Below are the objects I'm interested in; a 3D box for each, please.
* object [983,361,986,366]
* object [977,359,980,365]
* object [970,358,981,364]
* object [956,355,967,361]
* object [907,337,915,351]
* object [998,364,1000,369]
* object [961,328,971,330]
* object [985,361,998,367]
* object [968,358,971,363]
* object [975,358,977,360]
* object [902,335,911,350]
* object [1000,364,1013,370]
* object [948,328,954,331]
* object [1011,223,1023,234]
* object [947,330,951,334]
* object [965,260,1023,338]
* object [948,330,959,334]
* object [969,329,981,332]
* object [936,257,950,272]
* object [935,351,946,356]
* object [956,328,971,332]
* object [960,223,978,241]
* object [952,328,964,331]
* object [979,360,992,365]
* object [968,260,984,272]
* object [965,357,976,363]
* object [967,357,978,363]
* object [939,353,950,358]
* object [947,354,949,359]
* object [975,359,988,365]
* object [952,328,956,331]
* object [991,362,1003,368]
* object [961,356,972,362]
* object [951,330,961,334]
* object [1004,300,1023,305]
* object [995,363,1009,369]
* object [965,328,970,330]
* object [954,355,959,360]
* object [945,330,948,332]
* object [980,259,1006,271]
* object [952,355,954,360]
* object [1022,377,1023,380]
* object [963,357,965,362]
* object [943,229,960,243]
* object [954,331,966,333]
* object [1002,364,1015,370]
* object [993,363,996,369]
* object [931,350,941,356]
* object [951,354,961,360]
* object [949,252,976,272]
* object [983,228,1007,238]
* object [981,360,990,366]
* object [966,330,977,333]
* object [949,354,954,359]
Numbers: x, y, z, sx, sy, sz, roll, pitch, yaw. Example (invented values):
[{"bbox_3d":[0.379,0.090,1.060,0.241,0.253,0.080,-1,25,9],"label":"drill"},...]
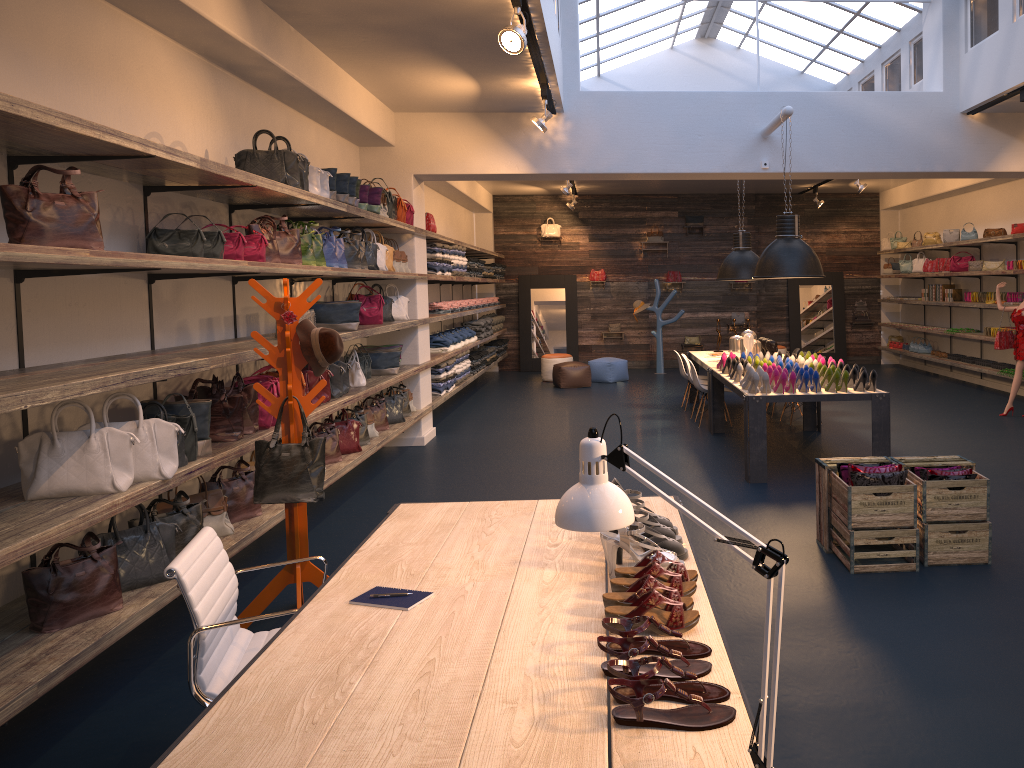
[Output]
[{"bbox_3d":[7.255,-0.311,13.198,0.172,0.087,0.071,3,6,37],"label":"object"},{"bbox_3d":[7.277,-0.334,13.405,0.173,0.087,0.071,2,5,29],"label":"object"},{"bbox_3d":[7.303,-0.363,13.666,0.187,0.087,0.065,-1,4,-2],"label":"object"},{"bbox_3d":[7.361,-0.426,14.223,0.187,0.087,0.065,-1,4,-2],"label":"object"},{"bbox_3d":[7.580,-0.766,16.421,0.186,0.279,0.063,1,4,32],"label":"object"},{"bbox_3d":[7.204,-0.256,12.707,0.175,0.087,0.070,2,5,23],"label":"object"},{"bbox_3d":[7.398,-0.892,14.198,0.218,0.053,0.092,3,7,32],"label":"object"},{"bbox_3d":[7.248,-0.303,13.130,0.171,0.087,0.071,4,7,42],"label":"object"},{"bbox_3d":[7.310,-0.371,13.735,0.187,0.087,0.065,-1,4,-2],"label":"object"},{"bbox_3d":[7.302,-0.391,13.660,0.048,0.022,0.011,-1,3,-4],"label":"object"},{"bbox_3d":[7.608,-0.797,16.697,0.186,0.279,0.063,1,4,32],"label":"object"},{"bbox_3d":[7.198,-0.249,12.639,0.175,0.087,0.070,2,5,24],"label":"object"},{"bbox_3d":[7.224,-0.886,14.161,0.235,0.063,0.084,-1,5,2],"label":"object"},{"bbox_3d":[6.948,-2.118,11.840,0.256,0.149,0.123,3,6,36],"label":"object"},{"bbox_3d":[7.167,-0.852,14.112,0.239,0.058,0.082,-2,5,-7],"label":"object"},{"bbox_3d":[7.229,-1.237,12.839,0.453,1.131,2.708,-1,6,6],"label":"object"},{"bbox_3d":[7.144,-0.842,14.020,0.239,0.058,0.082,-2,5,-7],"label":"object"},{"bbox_3d":[7.393,-0.859,13.896,0.252,0.067,0.079,-3,5,-24],"label":"object"},{"bbox_3d":[7.193,-1.992,14.476,0.144,0.249,0.299,-3,5,-24],"label":"object"},{"bbox_3d":[7.474,-0.522,15.092,0.218,0.082,0.230,-2,6,-8],"label":"object"},{"bbox_3d":[7.223,-0.856,13.886,0.233,0.067,0.086,0,5,5],"label":"object"},{"bbox_3d":[7.144,-2.379,13.564,0.254,0.281,0.104,2,4,37],"label":"object"},{"bbox_3d":[7.206,-0.867,13.980,0.233,0.064,0.086,0,5,5],"label":"object"},{"bbox_3d":[7.270,-0.326,13.336,0.173,0.087,0.071,3,5,32],"label":"object"},{"bbox_3d":[7.158,-1.820,13.380,0.113,0.175,0.248,-4,6,-35],"label":"object"},{"bbox_3d":[7.325,-0.386,13.873,0.187,0.087,0.065,-1,4,-2],"label":"object"},{"bbox_3d":[7.317,-0.379,13.802,0.187,0.087,0.065,-1,4,-2],"label":"object"},{"bbox_3d":[7.407,-0.493,14.830,0.218,0.082,0.230,-2,6,-8],"label":"object"},{"bbox_3d":[7.396,-0.464,14.568,0.187,0.087,0.065,-1,4,-2],"label":"object"},{"bbox_3d":[7.284,-0.342,13.472,0.175,0.087,0.070,2,5,25],"label":"object"},{"bbox_3d":[7.241,-0.875,14.068,0.233,0.068,0.085,0,5,5],"label":"object"},{"bbox_3d":[7.226,-0.279,12.914,0.178,0.087,0.069,1,4,15],"label":"object"},{"bbox_3d":[7.338,-0.402,14.010,0.187,0.087,0.065,-1,4,-2],"label":"object"},{"bbox_3d":[7.149,-0.832,13.931,0.239,0.058,0.082,-2,5,-7],"label":"object"},{"bbox_3d":[7.053,-1.070,11.538,0.480,0.060,1.531,0,6,5],"label":"object"},{"bbox_3d":[7.211,-0.264,12.777,0.176,0.087,0.070,1,5,22],"label":"object"},{"bbox_3d":[7.376,-0.869,13.991,0.251,0.073,0.080,-4,5,-25],"label":"object"},{"bbox_3d":[7.368,-0.433,14.293,0.187,0.087,0.065,-1,4,-2],"label":"object"},{"bbox_3d":[7.170,-0.863,14.205,0.239,0.058,0.082,-2,5,-7],"label":"object"},{"bbox_3d":[7.100,-1.759,12.844,0.334,0.174,0.251,4,7,44],"label":"object"},{"bbox_3d":[7.374,-0.441,14.360,0.187,0.087,0.065,-1,4,-2],"label":"object"},{"bbox_3d":[6.922,-0.091,11.610,0.239,0.058,0.082,-2,5,-7],"label":"object"},{"bbox_3d":[7.332,-0.394,13.943,0.187,0.087,0.065,-1,4,-2],"label":"object"},{"bbox_3d":[7.207,-2.426,14.230,0.253,0.229,0.086,4,6,45],"label":"object"},{"bbox_3d":[7.126,-0.822,13.839,0.239,0.058,0.082,-2,5,-7],"label":"object"},{"bbox_3d":[7.191,-0.241,12.571,0.173,0.087,0.071,2,5,29],"label":"object"},{"bbox_3d":[7.219,-0.272,12.847,0.179,0.087,0.068,1,4,14],"label":"object"},{"bbox_3d":[7.518,-0.552,15.353,0.205,0.082,0.244,1,6,13],"label":"object"},{"bbox_3d":[7.382,-0.449,14.430,0.187,0.087,0.065,-1,4,-2],"label":"object"},{"bbox_3d":[7.217,-1.960,13.920,0.354,0.336,0.294,-2,4,-10],"label":"object"},{"bbox_3d":[7.073,-2.206,12.670,0.350,0.140,0.417,1,6,13],"label":"object"},{"bbox_3d":[7.262,-0.318,13.265,0.173,0.087,0.071,3,5,32],"label":"object"},{"bbox_3d":[7.296,-0.825,13.850,0.239,0.058,0.082,-2,5,-7],"label":"object"},{"bbox_3d":[7.390,-0.457,14.500,0.187,0.087,0.065,-1,4,-2],"label":"object"}]
